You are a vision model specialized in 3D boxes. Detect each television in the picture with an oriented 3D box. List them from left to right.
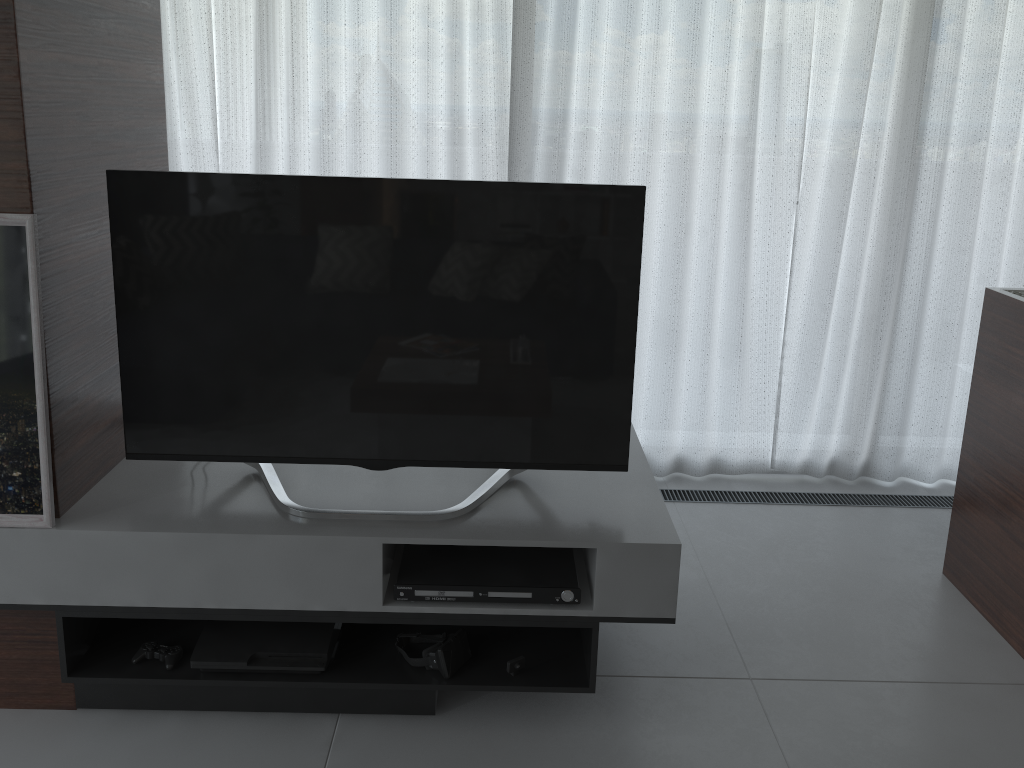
[{"bbox_3d":[-0.319,-0.103,2.127,1.230,0.771,0.304,2,14,-1],"label":"television"}]

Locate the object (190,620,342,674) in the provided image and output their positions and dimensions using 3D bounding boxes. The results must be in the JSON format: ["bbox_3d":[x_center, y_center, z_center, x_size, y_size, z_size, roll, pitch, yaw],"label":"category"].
[{"bbox_3d":[-0.595,0.613,2.212,0.314,0.066,0.321,1,17,-1],"label":"object"}]

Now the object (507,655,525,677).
[{"bbox_3d":[0.010,0.676,2.116,0.044,0.042,0.044,2,15,-1],"label":"object"}]

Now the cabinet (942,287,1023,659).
[{"bbox_3d":[1.841,-0.080,1.037,0.786,2.498,3.408,2,16,-1],"label":"cabinet"}]

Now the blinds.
[{"bbox_3d":[-0.035,0.069,0.013,5.798,2.716,7.293,3,17,2],"label":"blinds"}]

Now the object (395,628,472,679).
[{"bbox_3d":[-0.203,0.636,2.167,0.185,0.077,0.118,11,18,28],"label":"object"}]

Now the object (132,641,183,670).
[{"bbox_3d":[-0.850,0.649,2.128,0.112,0.036,0.072,5,17,12],"label":"object"}]

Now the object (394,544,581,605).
[{"bbox_3d":[-0.058,0.438,2.190,0.430,0.052,0.343,1,17,-1],"label":"object"}]

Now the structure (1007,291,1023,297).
[{"bbox_3d":[1.541,-0.251,2.177,0.222,0.280,1.022,2,17,1],"label":"structure"}]

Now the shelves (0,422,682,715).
[{"bbox_3d":[-0.802,0.437,2.460,2.349,0.489,0.892,1,16,-1],"label":"shelves"}]

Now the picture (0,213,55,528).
[{"bbox_3d":[-1.269,-0.026,1.922,0.500,0.686,0.054,2,13,-1],"label":"picture"}]
